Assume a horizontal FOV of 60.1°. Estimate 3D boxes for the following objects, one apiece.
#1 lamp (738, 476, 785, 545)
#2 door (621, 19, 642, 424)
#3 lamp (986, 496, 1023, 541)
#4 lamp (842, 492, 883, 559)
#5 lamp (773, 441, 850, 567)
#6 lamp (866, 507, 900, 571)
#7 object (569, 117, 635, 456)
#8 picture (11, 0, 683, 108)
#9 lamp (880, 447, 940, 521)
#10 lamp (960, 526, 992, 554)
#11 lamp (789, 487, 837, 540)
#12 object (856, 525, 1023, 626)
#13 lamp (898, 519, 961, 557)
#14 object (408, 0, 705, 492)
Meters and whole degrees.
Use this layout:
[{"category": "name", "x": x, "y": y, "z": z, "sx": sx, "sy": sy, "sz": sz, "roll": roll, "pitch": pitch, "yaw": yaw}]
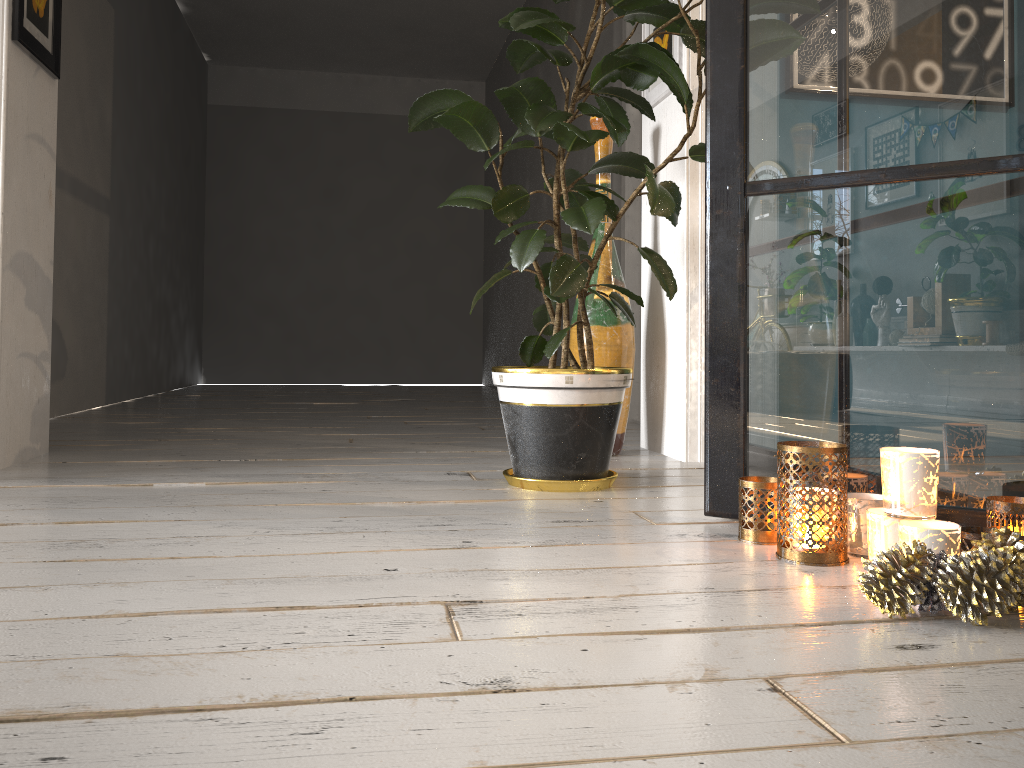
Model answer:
[{"category": "lamp", "x": 0.450, "y": 0.227, "z": 1.595, "sx": 0.084, "sy": 0.110, "sz": 0.084, "roll": 1, "pitch": 0, "yaw": -35}, {"category": "door", "x": 0.721, "y": -0.956, "z": 3.884, "sx": 0.178, "sy": 2.310, "sz": 1.036, "roll": 1, "pitch": -1, "yaw": -10}, {"category": "lamp", "x": 0.800, "y": 0.238, "z": 1.410, "sx": 0.081, "sy": 0.106, "sz": 0.081, "roll": 1, "pitch": 0, "yaw": -11}, {"category": "lamp", "x": 0.594, "y": 0.237, "z": 1.481, "sx": 0.081, "sy": 0.099, "sz": 0.080, "roll": 0, "pitch": 0, "yaw": 30}, {"category": "lamp", "x": 0.492, "y": 0.192, "z": 1.451, "sx": 0.115, "sy": 0.187, "sz": 0.114, "roll": 1, "pitch": -1, "yaw": -12}, {"category": "lamp", "x": 0.578, "y": 0.242, "z": 1.336, "sx": 0.081, "sy": 0.099, "sz": 0.080, "roll": 0, "pitch": 0, "yaw": 30}, {"category": "object", "x": 0.298, "y": -0.331, "z": 2.905, "sx": 0.215, "sy": 1.125, "sz": 0.215, "roll": 1, "pitch": -2, "yaw": -16}, {"category": "picture", "x": -0.448, "y": -1.327, "z": 2.794, "sx": 1.945, "sy": 0.754, "sz": 0.358, "roll": 0, "pitch": -1, "yaw": -10}, {"category": "lamp", "x": 0.582, "y": 0.145, "z": 1.294, "sx": 0.081, "sy": 0.099, "sz": 0.080, "roll": 0, "pitch": 0, "yaw": 30}, {"category": "lamp", "x": 0.688, "y": 0.255, "z": 1.294, "sx": 0.069, "sy": 0.080, "sz": 0.069, "roll": 1, "pitch": 0, "yaw": -2}, {"category": "lamp", "x": 0.524, "y": 0.234, "z": 1.540, "sx": 0.081, "sy": 0.099, "sz": 0.080, "roll": 0, "pitch": 0, "yaw": 30}, {"category": "object", "x": 0.798, "y": 0.248, "z": 1.209, "sx": 0.717, "sy": 0.118, "sz": 0.192, "roll": 0, "pitch": 1, "yaw": -21}, {"category": "lamp", "x": 0.587, "y": 0.246, "z": 1.245, "sx": 0.081, "sy": 0.099, "sz": 0.080, "roll": 0, "pitch": 0, "yaw": 30}, {"category": "object", "x": 0.553, "y": -0.581, "z": 0.727, "sx": 1.011, "sy": 1.795, "sz": 3.896, "roll": 1, "pitch": 1, "yaw": -11}]
